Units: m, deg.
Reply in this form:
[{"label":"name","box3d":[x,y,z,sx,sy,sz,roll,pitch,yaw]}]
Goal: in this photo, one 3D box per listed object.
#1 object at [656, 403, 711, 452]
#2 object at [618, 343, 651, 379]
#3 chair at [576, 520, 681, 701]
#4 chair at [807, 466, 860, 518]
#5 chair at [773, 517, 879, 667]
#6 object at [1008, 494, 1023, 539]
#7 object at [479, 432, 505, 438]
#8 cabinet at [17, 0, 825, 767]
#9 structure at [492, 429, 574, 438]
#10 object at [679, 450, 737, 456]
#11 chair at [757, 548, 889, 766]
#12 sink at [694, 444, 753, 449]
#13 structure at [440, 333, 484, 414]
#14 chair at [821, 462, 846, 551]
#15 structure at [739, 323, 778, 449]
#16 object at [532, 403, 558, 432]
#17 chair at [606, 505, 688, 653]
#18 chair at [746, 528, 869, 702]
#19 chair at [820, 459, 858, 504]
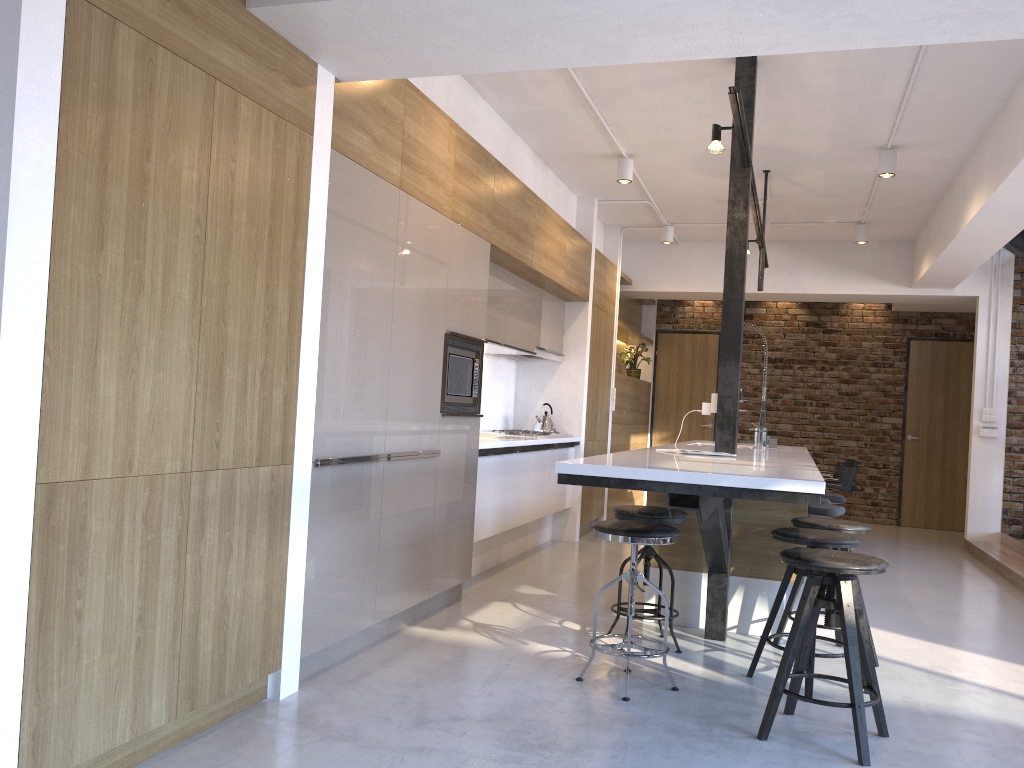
[{"label":"object","box3d":[0.835,0.208,4.340,0.214,0.246,0.417,2,-2,39]},{"label":"object","box3d":[1.442,-0.241,10.336,0.390,0.475,0.344,4,-1,-38]},{"label":"chair","box3d":[0.473,0.877,3.526,0.356,0.636,0.358,4,-1,-28]},{"label":"chair","box3d":[2.453,1.022,7.033,0.540,0.768,0.520,3,-1,33]},{"label":"chair","box3d":[1.480,0.957,4.163,0.367,0.630,0.367,3,-1,-7]},{"label":"object","box3d":[4.540,0.742,7.715,0.271,1.206,0.271,3,-1,8]},{"label":"object","box3d":[-0.200,0.339,5.882,0.309,0.034,0.310,2,-2,31]},{"label":"cabinet","box3d":[0.901,-0.139,6.213,2.473,2.871,9.120,3,-2,18]},{"label":"structure","box3d":[0.148,0.408,7.031,0.496,0.063,0.859,3,-2,18]},{"label":"object","box3d":[0.907,0.324,4.123,0.240,0.013,0.188,3,-2,3]},{"label":"chair","box3d":[1.093,0.904,3.060,0.366,0.630,0.367,3,-1,33]},{"label":"sink","box3d":[1.374,0.515,5.813,0.406,0.203,0.706,3,-2,18]},{"label":"structure","box3d":[-0.444,-0.051,4.739,0.396,0.397,0.596,3,-1,18]},{"label":"chair","box3d":[2.594,1.048,7.671,0.540,0.768,0.520,3,-1,18]},{"label":"structure","box3d":[1.665,0.013,5.789,0.507,0.812,0.392,4,-1,-33]},{"label":"object","box3d":[0.277,0.272,7.246,0.222,0.235,0.222,3,-1,8]},{"label":"chair","box3d":[0.633,0.904,4.177,0.357,0.636,0.357,3,-1,-4]},{"label":"chair","box3d":[1.240,0.929,3.671,0.365,0.630,0.365,4,-1,-27]},{"label":"chair","box3d":[2.940,1.085,8.304,0.540,0.768,0.520,3,-1,13]}]
